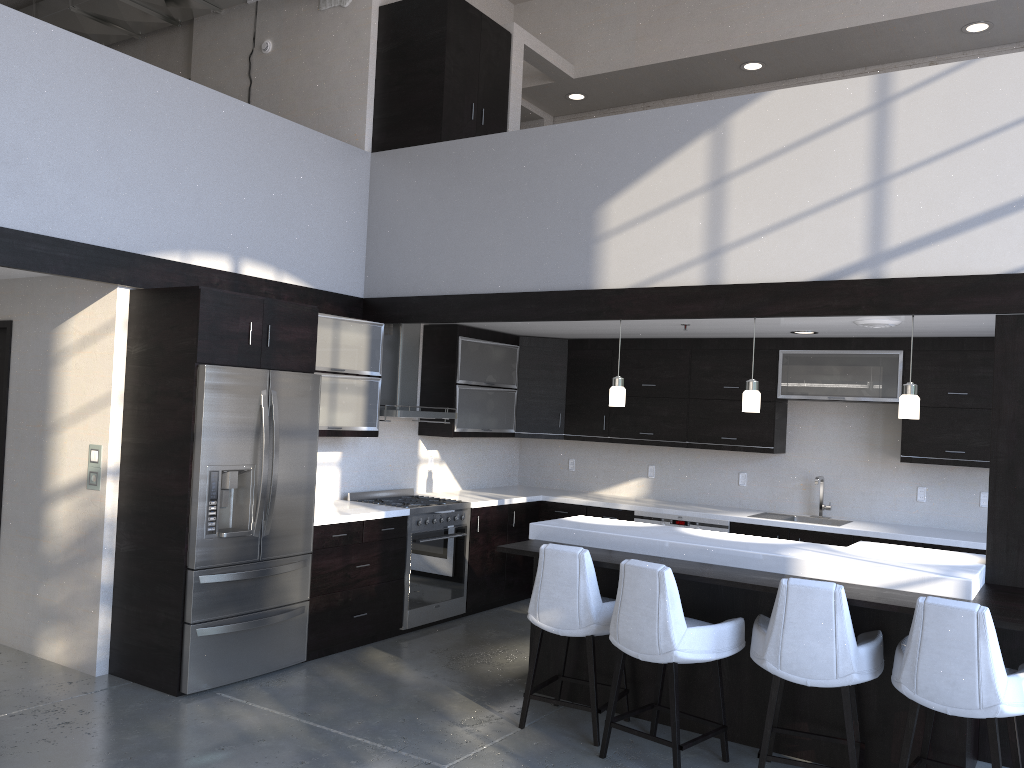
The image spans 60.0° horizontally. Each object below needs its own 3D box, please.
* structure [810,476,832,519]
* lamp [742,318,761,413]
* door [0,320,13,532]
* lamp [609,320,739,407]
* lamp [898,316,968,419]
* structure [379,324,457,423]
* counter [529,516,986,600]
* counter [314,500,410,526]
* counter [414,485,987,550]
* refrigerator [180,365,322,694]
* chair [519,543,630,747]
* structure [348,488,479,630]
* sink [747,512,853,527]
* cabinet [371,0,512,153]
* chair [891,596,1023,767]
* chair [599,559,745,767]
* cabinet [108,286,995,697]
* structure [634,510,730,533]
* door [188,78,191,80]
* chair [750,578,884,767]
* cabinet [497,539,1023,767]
[{"bbox_3d":[2.393,0.883,6.900,0.149,0.328,0.224,2,-1,33],"label":"structure"},{"bbox_3d":[1.399,-0.147,5.143,0.100,0.623,0.100,2,-1,39],"label":"lamp"},{"bbox_3d":[-3.451,0.623,5.867,0.750,2.057,0.271,2,-1,33],"label":"door"},{"bbox_3d":[1.220,-0.118,6.359,0.124,0.623,1.953,2,-2,35],"label":"lamp"},{"bbox_3d":[2.623,-0.077,5.450,0.124,0.623,1.949,2,-2,33],"label":"lamp"},{"bbox_3d":[-0.795,-0.176,6.732,0.489,0.930,0.727,2,-1,33],"label":"structure"},{"bbox_3d":[1.323,0.905,4.920,2.292,0.095,0.977,2,-2,33],"label":"counter"},{"bbox_3d":[-1.244,0.861,5.976,0.676,0.047,0.920,2,-2,33],"label":"counter"},{"bbox_3d":[1.371,1.013,6.747,4.237,0.045,1.710,2,-2,33],"label":"counter"},{"bbox_3d":[-1.720,0.797,5.227,0.820,1.772,0.853,2,-1,33],"label":"refrigerator"},{"bbox_3d":[0.337,1.309,4.593,0.579,0.984,0.501,2,-1,29],"label":"chair"},{"bbox_3d":[-0.736,1.278,6.679,0.621,0.902,0.845,2,-2,33],"label":"structure"},{"bbox_3d":[2.197,1.113,6.770,0.676,0.168,0.475,2,-2,33],"label":"sink"},{"bbox_3d":[-0.559,-1.739,6.924,0.684,2.232,0.838,2,-1,33],"label":"cabinet"},{"bbox_3d":[1.833,1.352,3.629,0.579,0.984,0.501,2,-1,39],"label":"chair"},{"bbox_3d":[0.726,1.315,4.180,0.579,0.984,0.501,2,-2,44],"label":"chair"},{"bbox_3d":[0.698,0.693,5.694,4.230,2.314,4.278,2,-2,33],"label":"cabinet"},{"bbox_3d":[1.496,1.446,7.259,0.784,0.789,0.783,2,-2,33],"label":"structure"},{"bbox_3d":[-3.091,-1.734,8.229,0.750,2.057,0.271,2,-1,33],"label":"door"},{"bbox_3d":[1.334,1.337,3.946,0.579,0.984,0.501,2,-1,24],"label":"chair"},{"bbox_3d":[1.395,1.397,4.615,2.691,0.910,1.371,2,-2,33],"label":"cabinet"}]
